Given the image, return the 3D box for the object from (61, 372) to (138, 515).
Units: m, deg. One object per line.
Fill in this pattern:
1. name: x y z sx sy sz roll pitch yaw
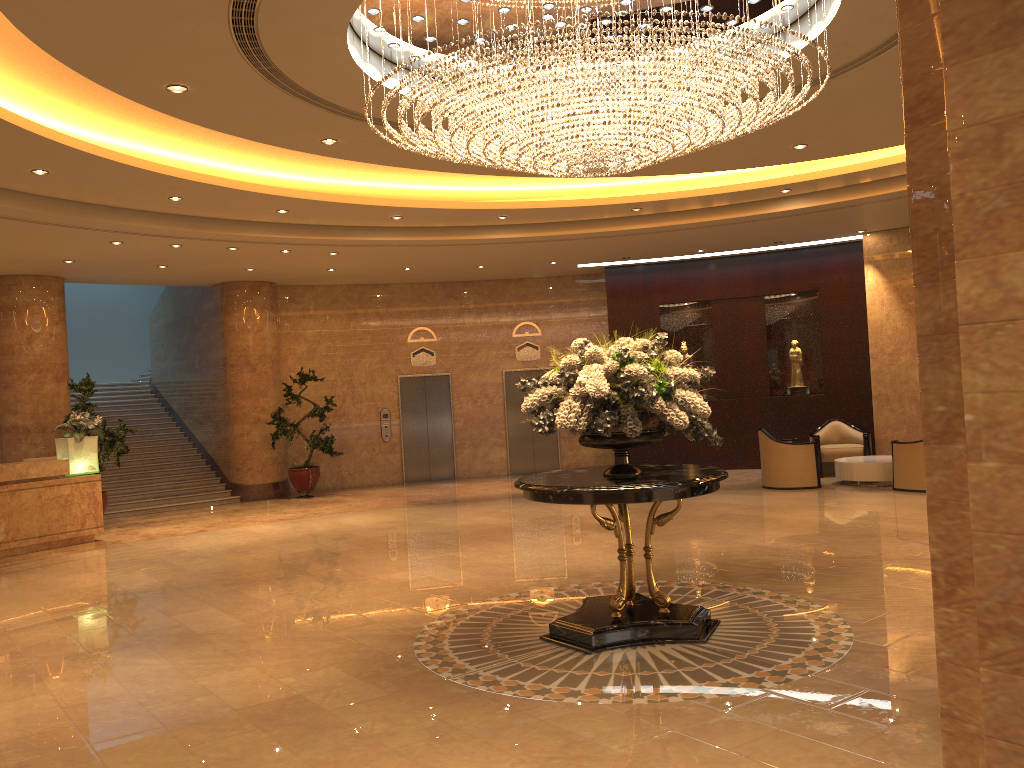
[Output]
1. object: -6.383 1.010 13.497 1.250 2.363 0.843 -4 0 34

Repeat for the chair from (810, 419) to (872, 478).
1. chair: 5.445 1.055 14.742 0.951 0.916 0.769 -3 0 13

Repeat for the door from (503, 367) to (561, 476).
1. door: 0.404 0.757 18.023 1.070 2.149 0.150 -3 0 -1

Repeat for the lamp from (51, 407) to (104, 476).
1. lamp: -5.901 0.776 12.142 0.532 0.897 0.606 -4 0 32

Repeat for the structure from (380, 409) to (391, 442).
1. structure: -2.492 0.814 17.528 0.200 0.661 0.053 -3 0 -15

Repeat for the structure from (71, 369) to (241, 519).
1. structure: -8.123 -0.462 17.919 9.849 5.560 7.472 -3 0 -37

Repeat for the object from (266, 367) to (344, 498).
1. object: -3.747 0.874 16.001 1.250 2.363 0.843 -3 0 -15

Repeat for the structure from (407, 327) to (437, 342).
1. structure: -1.802 -0.995 17.753 0.600 0.293 0.010 -3 0 -12

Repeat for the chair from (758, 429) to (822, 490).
1. chair: 4.206 1.119 13.617 0.769 0.916 0.951 -3 0 -2

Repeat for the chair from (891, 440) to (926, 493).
1. chair: 5.895 1.012 12.384 0.951 0.916 0.769 -3 0 -22

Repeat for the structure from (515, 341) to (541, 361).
1. structure: 0.324 -0.670 17.982 0.504 0.405 0.012 -3 0 -1

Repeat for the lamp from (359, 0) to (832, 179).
1. lamp: 0.562 -2.104 6.312 3.204 1.196 3.206 -3 0 0

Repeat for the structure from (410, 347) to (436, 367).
1. structure: -1.776 -0.549 17.751 0.504 0.405 0.012 -3 0 -12

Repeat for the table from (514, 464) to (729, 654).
1. table: 0.789 1.177 6.245 1.493 1.089 1.493 -3 -1 -43

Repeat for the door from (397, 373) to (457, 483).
1. door: -1.704 0.876 17.782 1.070 2.145 0.150 -3 0 -11

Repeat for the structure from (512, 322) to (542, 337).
1. structure: 0.297 -1.116 17.984 0.600 0.293 0.010 -3 0 -1

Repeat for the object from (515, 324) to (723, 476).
1. object: 0.716 0.137 6.219 1.318 0.999 1.277 -3 0 -6

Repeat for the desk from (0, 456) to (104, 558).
1. desk: -7.109 1.609 6.382 3.466 1.155 12.951 -3 0 -2

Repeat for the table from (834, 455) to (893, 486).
1. table: 5.554 1.320 13.506 1.196 0.354 1.196 -3 0 -10
